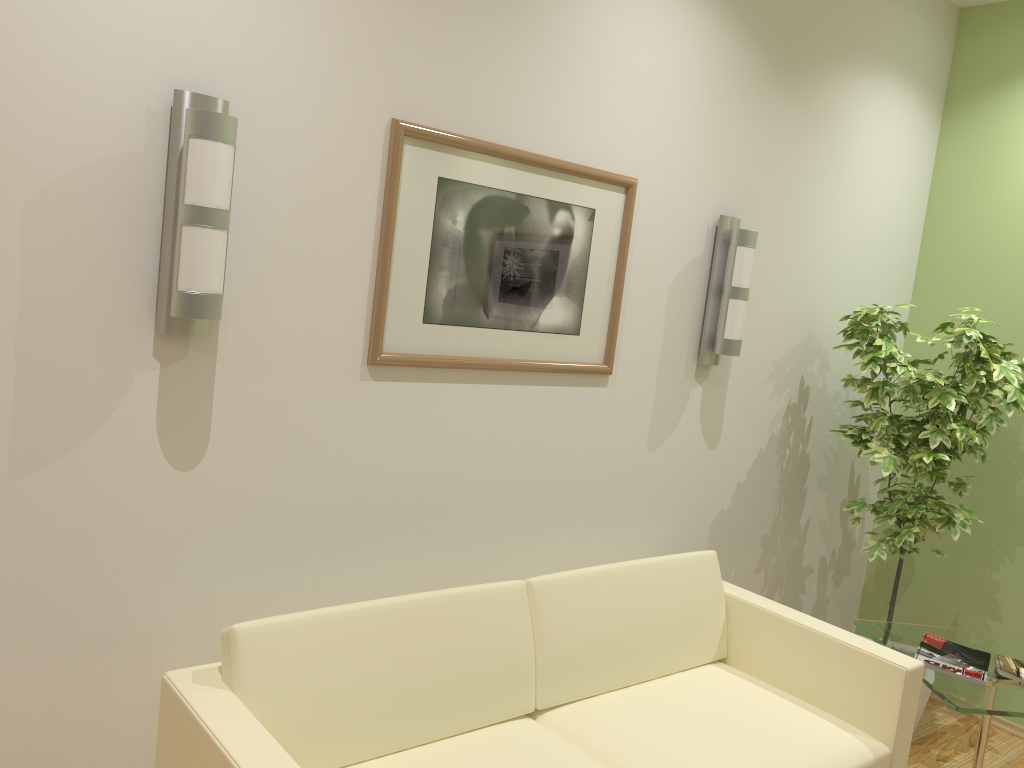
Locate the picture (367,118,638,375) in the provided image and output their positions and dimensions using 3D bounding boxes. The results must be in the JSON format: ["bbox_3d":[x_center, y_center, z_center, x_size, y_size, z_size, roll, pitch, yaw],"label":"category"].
[{"bbox_3d":[0.015,-0.387,2.832,1.000,0.700,0.025,2,8,-40],"label":"picture"}]

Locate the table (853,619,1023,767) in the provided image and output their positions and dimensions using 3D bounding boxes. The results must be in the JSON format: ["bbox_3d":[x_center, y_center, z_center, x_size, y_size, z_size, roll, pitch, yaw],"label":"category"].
[{"bbox_3d":[1.705,1.317,3.217,0.736,0.614,0.736,6,6,-5],"label":"table"}]

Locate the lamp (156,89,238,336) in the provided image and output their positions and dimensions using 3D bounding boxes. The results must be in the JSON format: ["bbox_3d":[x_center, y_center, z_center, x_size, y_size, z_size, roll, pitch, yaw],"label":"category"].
[{"bbox_3d":[-0.749,-0.401,2.127,0.134,0.580,0.142,2,8,-40],"label":"lamp"}]

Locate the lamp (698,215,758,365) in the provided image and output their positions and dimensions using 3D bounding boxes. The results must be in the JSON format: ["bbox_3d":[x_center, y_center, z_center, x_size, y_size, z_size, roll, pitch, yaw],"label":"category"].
[{"bbox_3d":[0.846,-0.355,3.443,0.134,0.580,0.142,2,8,-40],"label":"lamp"}]

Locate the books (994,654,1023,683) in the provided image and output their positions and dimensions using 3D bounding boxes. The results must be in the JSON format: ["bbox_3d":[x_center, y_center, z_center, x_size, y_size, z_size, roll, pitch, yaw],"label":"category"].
[{"bbox_3d":[1.877,1.023,3.099,0.328,0.031,0.230,10,7,25],"label":"books"}]

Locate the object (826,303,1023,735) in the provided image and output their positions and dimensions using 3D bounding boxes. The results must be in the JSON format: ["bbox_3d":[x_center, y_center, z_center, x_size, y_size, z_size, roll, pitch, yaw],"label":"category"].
[{"bbox_3d":[1.728,0.596,3.866,0.943,1.900,0.668,3,7,-31],"label":"object"}]

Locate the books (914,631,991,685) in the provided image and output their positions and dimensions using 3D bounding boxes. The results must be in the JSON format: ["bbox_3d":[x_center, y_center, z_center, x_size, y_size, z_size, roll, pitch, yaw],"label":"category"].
[{"bbox_3d":[1.584,0.979,3.184,0.230,0.031,0.328,11,7,30],"label":"books"}]
